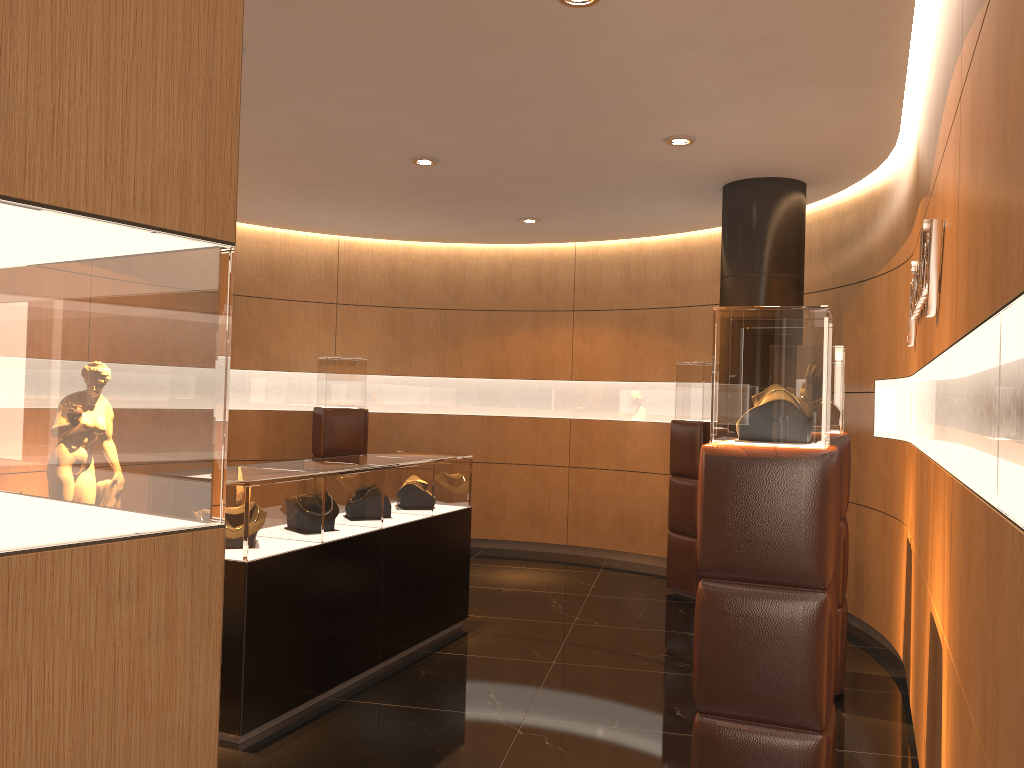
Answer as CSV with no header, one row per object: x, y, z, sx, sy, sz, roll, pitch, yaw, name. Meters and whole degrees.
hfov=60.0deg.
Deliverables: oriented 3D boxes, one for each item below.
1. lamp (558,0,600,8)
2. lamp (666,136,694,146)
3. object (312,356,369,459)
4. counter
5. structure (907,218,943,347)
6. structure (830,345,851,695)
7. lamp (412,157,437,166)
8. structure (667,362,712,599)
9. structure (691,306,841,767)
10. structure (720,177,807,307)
0.277,-1.619,3.647,0.176,0.068,0.176,1,-1,16,lamp
1.062,-1.563,5.609,0.176,0.068,0.176,1,-1,16,lamp
-1.729,0.737,8.859,0.484,2.000,0.498,2,-1,-25,object
-1.046,1.063,5.367,0.615,1.173,2.514,1,-1,22,counter
1.889,-0.457,4.096,0.034,0.442,2.050,1,-1,22,structure
1.740,0.782,5.270,0.498,2.000,0.484,1,-1,21,structure
-0.620,-1.603,6.284,0.176,0.068,0.176,1,-1,16,lamp
1.674,0.819,7.664,0.484,2.000,0.498,2,-1,-24,structure
0.967,0.711,3.338,0.498,1.968,0.484,1,-1,21,structure
1.874,0.094,6.732,0.613,3.430,0.613,1,-1,26,structure
